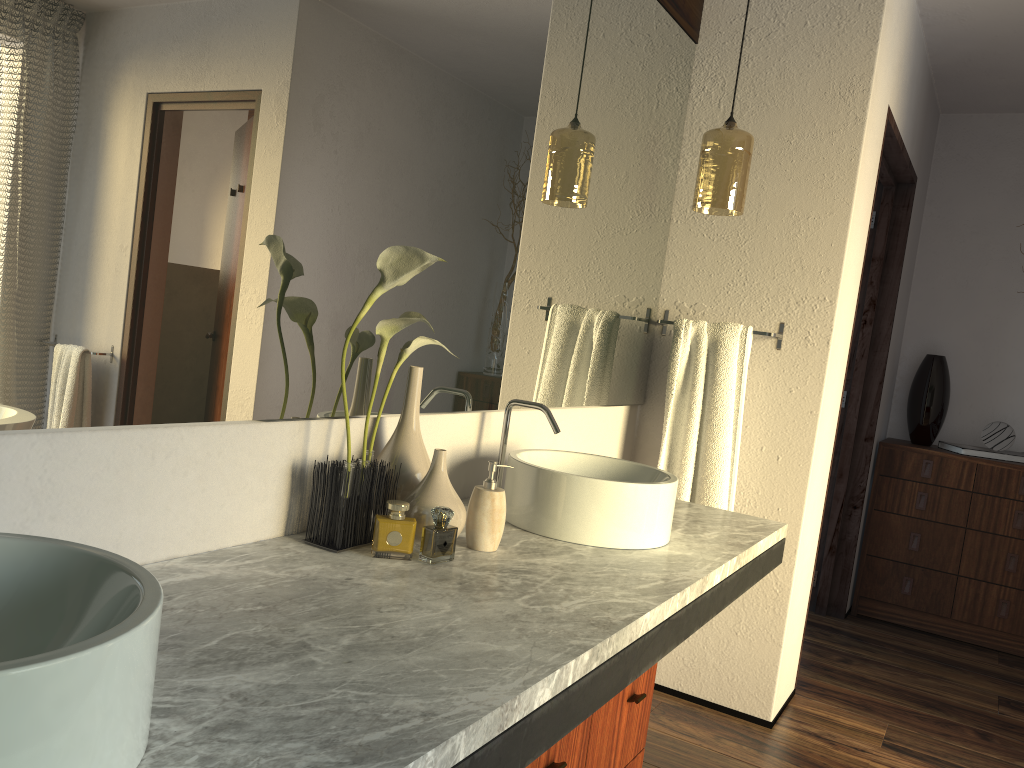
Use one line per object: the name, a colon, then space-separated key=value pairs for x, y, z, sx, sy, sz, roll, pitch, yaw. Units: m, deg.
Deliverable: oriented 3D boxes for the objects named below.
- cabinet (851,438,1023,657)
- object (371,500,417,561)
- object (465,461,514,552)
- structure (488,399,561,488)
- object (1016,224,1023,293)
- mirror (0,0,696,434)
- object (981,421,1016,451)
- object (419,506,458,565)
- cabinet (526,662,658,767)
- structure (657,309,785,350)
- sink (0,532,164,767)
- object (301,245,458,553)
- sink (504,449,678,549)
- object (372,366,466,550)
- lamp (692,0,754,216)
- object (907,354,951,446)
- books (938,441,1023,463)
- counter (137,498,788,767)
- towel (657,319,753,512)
cabinet: x=2.178 y=0.738 z=3.862 sx=1.163 sy=0.801 sz=0.394 roll=10 pitch=5 yaw=30
object: x=-0.192 y=0.238 z=1.447 sx=0.065 sy=0.092 sz=0.039 roll=7 pitch=4 yaw=-10
object: x=-0.044 y=0.215 z=1.578 sx=0.071 sy=0.158 sz=0.070 roll=8 pitch=4 yaw=12
structure: x=0.012 y=0.157 z=1.929 sx=0.168 sy=0.242 sz=0.064 roll=10 pitch=5 yaw=33
object: x=2.414 y=-0.357 z=3.655 sx=0.721 sy=1.450 sz=0.836 roll=6 pitch=4 yaw=-18
mirror: x=-0.465 y=-0.511 z=1.086 sx=0.018 sy=1.153 sz=3.991 roll=10 pitch=5 yaw=29
object: x=2.157 y=0.232 z=3.926 sx=0.133 sy=0.131 sz=0.128 roll=9 pitch=4 yaw=25
object: x=-0.119 y=0.246 z=1.454 sx=0.040 sy=0.091 sz=0.056 roll=11 pitch=5 yaw=39
cabinet: x=-0.092 y=0.688 z=1.608 sx=0.523 sy=0.600 sz=0.645 roll=10 pitch=5 yaw=29
structure: x=0.627 y=-0.170 z=2.704 sx=0.377 sy=0.088 sz=0.100 roll=10 pitch=4 yaw=30
sink: x=-0.476 y=0.230 z=0.716 sx=0.365 sy=0.131 sz=0.349 roll=10 pitch=4 yaw=32
object: x=-0.213 y=0.023 z=1.523 sx=0.189 sy=0.504 sz=0.242 roll=8 pitch=4 yaw=7
sink: x=0.162 y=0.236 z=1.874 sx=0.359 sy=0.131 sz=0.355 roll=8 pitch=4 yaw=7
object: x=-0.161 y=0.127 z=1.581 sx=0.117 sy=0.305 sz=0.245 roll=5 pitch=5 yaw=-34
lamp: x=0.625 y=-0.905 z=2.416 sx=0.137 sy=0.867 sz=0.141 roll=6 pitch=4 yaw=-18
object: x=1.914 y=0.074 z=4.068 sx=0.174 sy=0.417 sz=0.166 roll=11 pitch=6 yaw=42
books: x=2.192 y=0.316 z=3.912 sx=0.499 sy=0.034 sz=0.246 roll=8 pitch=4 yaw=5
counter: x=-0.107 y=0.350 z=1.393 sx=0.600 sy=0.101 sz=2.210 roll=10 pitch=4 yaw=29
towel: x=0.567 y=0.127 z=2.668 sx=0.157 sy=0.636 sz=0.264 roll=4 pitch=6 yaw=-43
